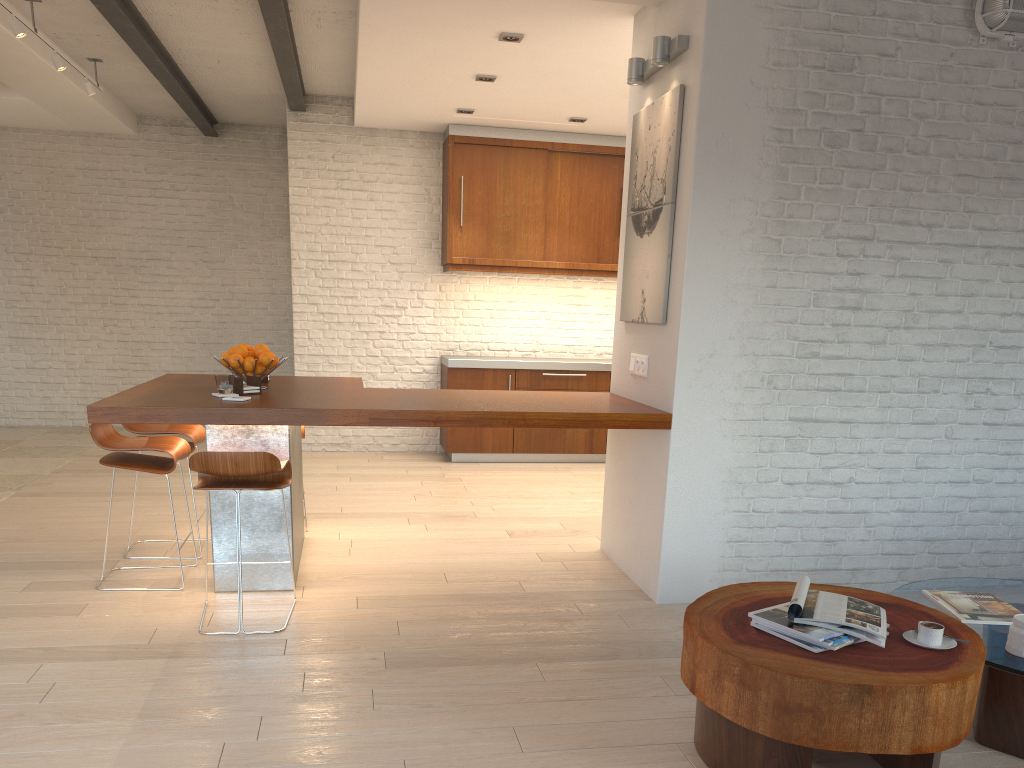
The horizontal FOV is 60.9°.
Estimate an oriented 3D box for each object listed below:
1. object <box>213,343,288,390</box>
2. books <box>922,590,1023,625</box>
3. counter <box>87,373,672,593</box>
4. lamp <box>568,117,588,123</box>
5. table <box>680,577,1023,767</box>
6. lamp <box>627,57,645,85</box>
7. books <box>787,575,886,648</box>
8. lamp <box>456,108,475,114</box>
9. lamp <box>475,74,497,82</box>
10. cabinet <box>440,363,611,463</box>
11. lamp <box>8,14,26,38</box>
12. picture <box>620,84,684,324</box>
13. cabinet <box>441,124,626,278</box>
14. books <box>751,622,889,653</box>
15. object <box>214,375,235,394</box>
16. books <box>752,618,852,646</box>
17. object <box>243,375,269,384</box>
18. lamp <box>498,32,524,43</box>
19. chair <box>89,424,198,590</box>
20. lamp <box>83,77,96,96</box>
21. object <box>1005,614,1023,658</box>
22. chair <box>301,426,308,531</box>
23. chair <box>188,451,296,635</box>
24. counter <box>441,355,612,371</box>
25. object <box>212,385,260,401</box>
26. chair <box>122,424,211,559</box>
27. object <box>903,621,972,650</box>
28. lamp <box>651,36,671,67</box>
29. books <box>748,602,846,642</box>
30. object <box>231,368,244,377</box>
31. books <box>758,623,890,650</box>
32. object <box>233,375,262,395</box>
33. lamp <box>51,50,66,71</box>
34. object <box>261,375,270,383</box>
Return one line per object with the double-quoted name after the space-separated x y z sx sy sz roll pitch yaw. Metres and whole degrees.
-1.313 -0.088 4.400 0.359 0.230 0.358 10 11 44 "object"
1.607 0.771 3.011 0.252 0.011 0.308 2 5 2 "books"
-0.662 0.502 4.673 2.497 0.954 1.631 1 8 -11 "counter"
0.520 -2.098 6.859 0.124 0.057 0.120 1 7 -11 "lamp"
1.433 0.977 2.883 1.831 0.463 1.041 2 7 -5 "table"
0.596 -1.503 4.194 0.079 0.108 0.077 6 12 17 "lamp"
0.994 0.693 2.657 0.271 0.113 0.314 5 7 22 "books"
-0.357 -2.115 6.696 0.124 0.057 0.120 1 7 -11 "lamp"
-0.171 -2.024 5.714 0.124 0.057 0.120 1 7 -11 "lamp"
1.620 -0.595 6.942 4.692 2.931 2.232 9 13 43 "cabinet"
-2.794 -2.017 4.923 0.086 0.134 0.058 0 13 -8 "lamp"
0.660 -0.816 4.209 0.020 1.051 0.630 -1 12 -11 "picture"
1.061 -1.551 7.845 3.342 1.212 0.443 1 13 -10 "cabinet"
0.929 0.739 2.636 0.316 0.011 0.246 -1 6 -31 "books"
-1.323 0.003 4.021 0.091 0.088 0.088 3 10 4 "object"
0.926 0.717 2.638 0.315 0.011 0.247 -2 7 -41 "books"
-1.436 -0.027 4.755 0.205 0.036 0.278 1 5 -11 "object"
-0.004 -1.941 4.834 0.124 0.057 0.120 1 7 -11 "lamp"
-1.797 0.578 4.227 0.423 0.803 0.389 0 13 -10 "chair"
-3.060 -2.147 6.312 0.085 0.133 0.058 -8 16 -39 "lamp"
1.546 0.754 2.607 0.108 0.112 0.104 3 10 5 "object"
-1.465 0.491 5.364 0.405 0.803 0.406 0 13 -10 "chair"
-1.159 0.642 3.750 0.405 0.803 0.406 0 13 -10 "chair"
1.292 -0.045 6.753 3.333 0.072 3.410 1 5 -11 "counter"
-1.291 0.041 4.032 0.198 0.036 0.383 1 5 -7 "object"
-1.894 0.530 4.737 0.423 0.803 0.389 0 13 -10 "chair"
1.245 0.737 2.572 0.174 0.058 0.142 0 7 -21 "object"
0.660 -1.471 3.857 0.079 0.108 0.077 6 12 17 "lamp"
0.918 0.706 2.635 0.316 0.011 0.246 -2 6 -36 "books"
-1.458 -0.058 4.667 0.091 0.088 0.088 0 10 -13 "object"
0.944 0.728 2.638 0.315 0.011 0.247 -2 7 -41 "books"
-1.272 0.006 4.156 0.092 0.085 0.112 8 11 34 "object"
-2.928 -2.083 5.628 0.086 0.134 0.058 0 13 -8 "lamp"
-1.388 -0.054 4.797 0.094 0.085 0.111 0 9 -11 "object"
